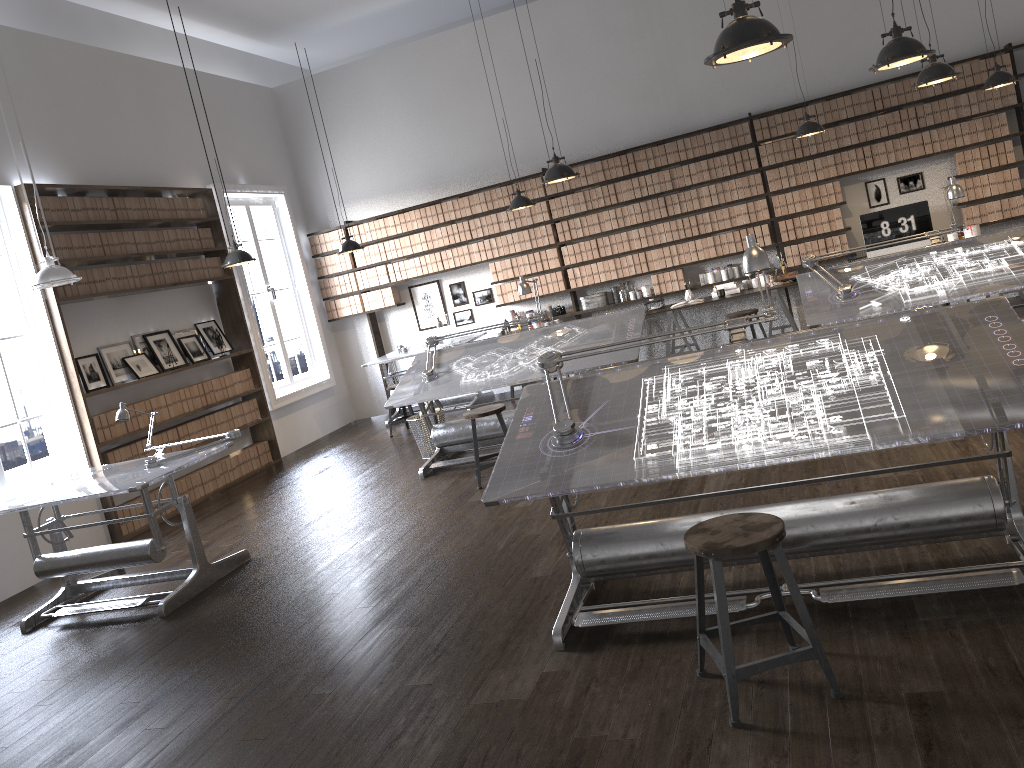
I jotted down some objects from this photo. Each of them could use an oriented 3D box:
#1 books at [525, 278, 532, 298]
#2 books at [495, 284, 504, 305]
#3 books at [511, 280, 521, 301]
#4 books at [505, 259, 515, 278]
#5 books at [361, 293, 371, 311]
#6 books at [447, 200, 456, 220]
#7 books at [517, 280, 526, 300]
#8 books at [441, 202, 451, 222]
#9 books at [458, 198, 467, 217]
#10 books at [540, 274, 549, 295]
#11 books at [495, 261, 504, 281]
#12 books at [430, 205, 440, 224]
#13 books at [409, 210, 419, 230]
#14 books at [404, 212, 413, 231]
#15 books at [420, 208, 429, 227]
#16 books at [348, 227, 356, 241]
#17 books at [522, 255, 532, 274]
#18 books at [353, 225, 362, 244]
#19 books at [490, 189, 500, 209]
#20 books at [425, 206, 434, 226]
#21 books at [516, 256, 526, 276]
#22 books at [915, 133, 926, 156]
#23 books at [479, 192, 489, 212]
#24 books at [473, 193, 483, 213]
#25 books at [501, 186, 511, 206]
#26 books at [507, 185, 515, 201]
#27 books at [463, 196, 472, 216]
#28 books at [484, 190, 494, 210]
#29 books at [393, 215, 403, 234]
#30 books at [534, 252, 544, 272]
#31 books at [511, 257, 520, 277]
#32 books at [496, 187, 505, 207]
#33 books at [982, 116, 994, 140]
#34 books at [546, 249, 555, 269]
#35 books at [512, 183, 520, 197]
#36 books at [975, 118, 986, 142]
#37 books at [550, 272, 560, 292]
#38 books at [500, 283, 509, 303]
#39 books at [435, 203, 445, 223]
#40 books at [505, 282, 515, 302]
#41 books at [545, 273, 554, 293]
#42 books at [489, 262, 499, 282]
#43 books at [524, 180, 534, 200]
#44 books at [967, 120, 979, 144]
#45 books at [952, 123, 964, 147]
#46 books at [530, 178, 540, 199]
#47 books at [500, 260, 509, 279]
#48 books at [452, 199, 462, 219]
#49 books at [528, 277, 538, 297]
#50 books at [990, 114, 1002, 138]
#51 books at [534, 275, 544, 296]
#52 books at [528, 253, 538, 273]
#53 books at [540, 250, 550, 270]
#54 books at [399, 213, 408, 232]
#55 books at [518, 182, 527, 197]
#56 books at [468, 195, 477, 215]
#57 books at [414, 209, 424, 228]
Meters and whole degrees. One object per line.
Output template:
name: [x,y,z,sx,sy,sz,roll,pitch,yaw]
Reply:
books: [0.199,-1.125,10.382,0.066,0.225,0.176,-12,6,19]
books: [-0.122,-1.063,10.481,0.066,0.225,0.176,-12,6,18]
books: [0.067,-1.099,10.420,0.066,0.225,0.176,-12,6,18]
books: [-0.002,-1.359,10.400,0.066,0.225,0.176,-12,6,18]
books: [-1.777,-1.022,10.989,0.066,0.225,0.176,-12,6,19]
books: [-0.691,-2.059,10.503,0.066,0.225,0.176,-12,6,18]
books: [0.133,-1.112,10.402,0.066,0.225,0.176,-12,6,19]
books: [-0.756,-2.047,10.530,0.066,0.225,0.176,-12,6,18]
books: [-0.558,-2.085,10.464,0.066,0.225,0.176,-12,6,19]
books: [0.397,-1.162,10.309,0.066,0.225,0.176,-12,6,19]
books: [-0.121,-1.337,10.443,0.066,0.224,0.176,-12,6,19]
books: [-0.895,-2.021,10.576,0.066,0.224,0.176,-12,6,18]
books: [-1.150,-1.972,10.657,0.066,0.225,0.176,-12,6,19]
books: [-1.214,-1.960,10.682,0.066,0.225,0.176,-12,6,18]
books: [-1.016,-1.997,10.609,0.066,0.225,0.176,-12,6,18]
books: [-1.933,-1.823,10.920,0.066,0.224,0.176,-12,6,19]
books: [0.194,-1.397,10.337,0.066,0.225,0.176,-12,6,18]
books: [-1.866,-1.836,10.891,0.066,0.225,0.176,-12,6,18]
books: [-0.176,-2.158,10.338,0.066,0.225,0.176,-12,6,19]
books: [-0.956,-2.009,10.594,0.066,0.224,0.176,-12,6,19]
books: [0.129,-1.385,10.363,0.066,0.225,0.176,-12,6,19]
books: [4.129,-2.424,8.989,0.066,0.225,0.176,-12,6,18]
books: [-0.308,-2.132,10.376,0.066,0.225,0.176,-12,6,18]
books: [-0.375,-2.119,10.400,0.066,0.224,0.176,-12,6,19]
books: [-0.045,-2.181,10.287,0.066,0.225,0.176,-12,6,18]
books: [0.022,-2.194,10.265,0.066,0.225,0.176,-12,6,19]
books: [-0.496,-2.096,10.437,0.066,0.225,0.176,-12,6,18]
books: [-0.241,-2.145,10.358,0.066,0.225,0.176,-12,6,19]
books: [-1.346,-1.934,10.720,0.066,0.225,0.176,-12,6,19]
books: [0.330,-1.423,10.291,0.066,0.225,0.176,-12,6,19]
books: [0.063,-1.372,10.385,0.066,0.225,0.176,-12,6,19]
books: [-0.112,-2.169,10.313,0.066,0.225,0.176,-12,6,18]
books: [4.712,-2.535,8.803,0.066,0.225,0.176,-12,6,18]
books: [0.470,-1.450,10.248,0.066,0.224,0.176,-12,6,19]
books: [0.082,-2.206,10.250,0.066,0.224,0.176,-12,6,18]
books: [4.647,-2.522,8.818,0.066,0.225,0.176,-12,6,19]
books: [0.519,-1.186,10.276,0.066,0.224,0.176,-12,6,19]
books: [-0.058,-1.076,10.465,0.066,0.224,0.176,-12,6,19]
books: [-0.827,-2.033,10.548,0.066,0.225,0.176,-12,6,19]
books: [0.000,-1.087,10.444,0.066,0.224,0.176,-12,6,19]
books: [0.457,-1.174,10.294,0.066,0.224,0.176,-12,6,18]
books: [-0.189,-1.324,10.463,0.066,0.225,0.176,-12,6,18]
books: [0.218,-2.232,10.208,0.066,0.225,0.176,-12,6,18]
books: [4.587,-2.511,8.843,0.066,0.224,0.176,-12,6,18]
books: [4.459,-2.487,8.881,0.066,0.225,0.176,-12,6,19]
books: [0.281,-2.244,10.183,0.066,0.225,0.176,-12,6,19]
books: [-0.063,-1.349,10.425,0.066,0.224,0.176,-12,6,19]
books: [-0.624,-2.072,10.485,0.066,0.225,0.176,-12,6,19]
books: [0.263,-1.137,10.357,0.066,0.225,0.176,-12,6,18]
books: [4.778,-2.548,8.781,0.066,0.225,0.176,-12,6,18]
books: [0.329,-1.149,10.331,0.066,0.225,0.176,-12,6,18]
books: [0.261,-1.410,10.319,0.066,0.225,0.176,-12,6,18]
books: [0.400,-1.437,10.273,0.066,0.224,0.176,-12,6,18]
books: [-1.280,-1.947,10.702,0.066,0.225,0.176,-12,6,18]
books: [0.152,-2.220,10.228,0.066,0.225,0.176,-12,6,18]
books: [-0.433,-2.108,10.421,0.066,0.224,0.176,-12,6,19]
books: [-1.084,-1.984,10.631,0.066,0.225,0.176,-12,6,19]
